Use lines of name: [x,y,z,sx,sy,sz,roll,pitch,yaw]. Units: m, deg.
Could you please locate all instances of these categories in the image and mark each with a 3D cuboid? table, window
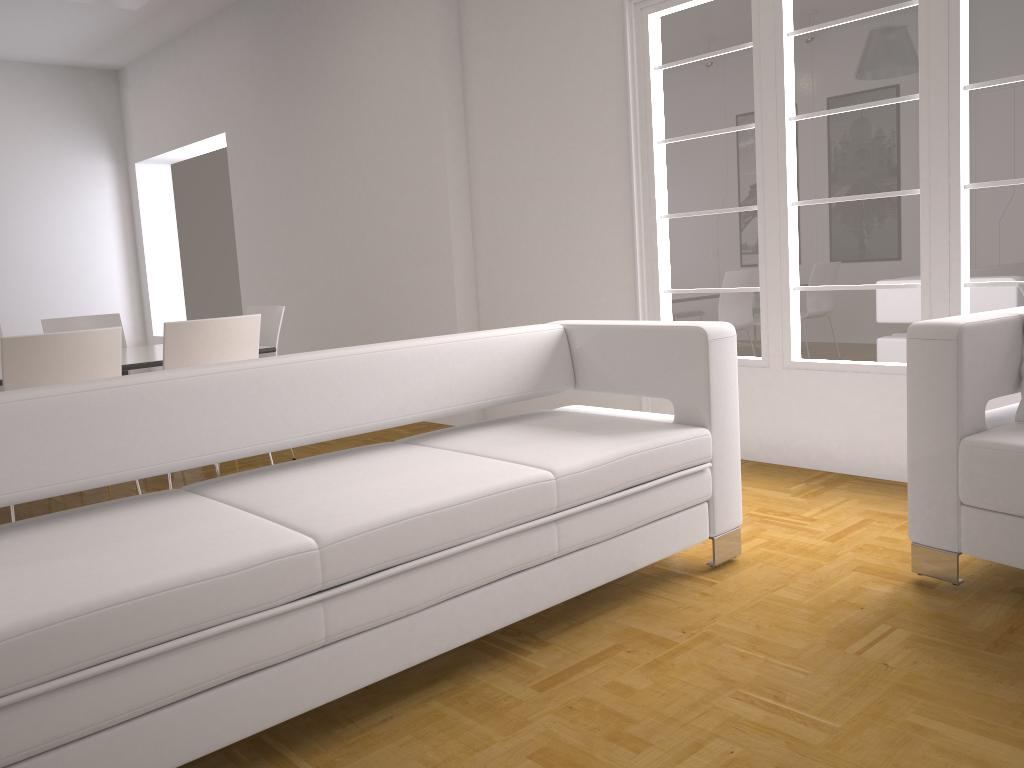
table: [-2.562,0.282,4.532,2.415,0.720,1.212,-10,10,-42]
window: [1.858,-0.802,3.803,0.196,2.522,3.353,-9,9,-42]

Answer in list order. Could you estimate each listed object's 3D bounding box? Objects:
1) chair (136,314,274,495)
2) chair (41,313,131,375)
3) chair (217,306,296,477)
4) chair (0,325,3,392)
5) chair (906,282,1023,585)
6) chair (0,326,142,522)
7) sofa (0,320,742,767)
chair: [-1.535,0.135,4.404,0.562,0.929,0.576,-10,9,-42]
chair: [-2.573,0.040,5.563,0.562,0.929,0.576,-10,9,-42]
chair: [-1.656,0.017,5.320,0.576,0.929,0.561,-10,9,-42]
chair: [-3.090,0.136,5.097,0.562,0.929,0.576,-10,9,-42]
chair: [1.869,0.157,2.571,0.802,0.909,1.097,-8,9,-32]
chair: [-2.022,0.225,3.965,0.562,0.929,0.576,-10,9,-42]
sofa: [-0.424,0.350,2.531,2.627,0.846,0.823,-10,10,-42]
